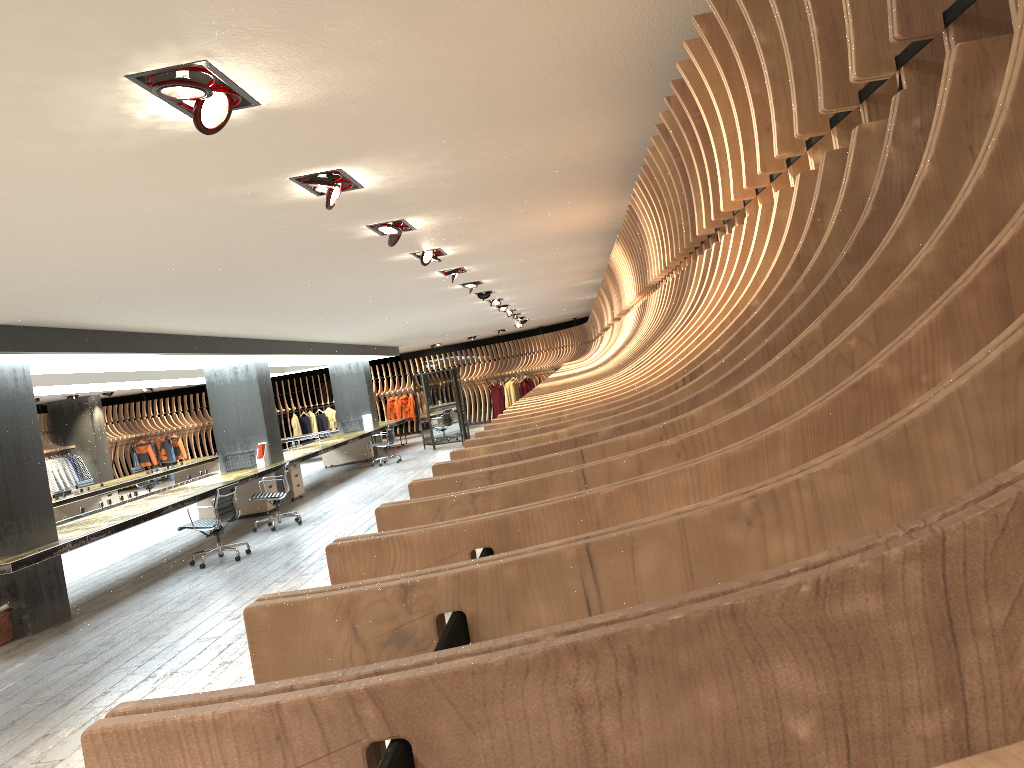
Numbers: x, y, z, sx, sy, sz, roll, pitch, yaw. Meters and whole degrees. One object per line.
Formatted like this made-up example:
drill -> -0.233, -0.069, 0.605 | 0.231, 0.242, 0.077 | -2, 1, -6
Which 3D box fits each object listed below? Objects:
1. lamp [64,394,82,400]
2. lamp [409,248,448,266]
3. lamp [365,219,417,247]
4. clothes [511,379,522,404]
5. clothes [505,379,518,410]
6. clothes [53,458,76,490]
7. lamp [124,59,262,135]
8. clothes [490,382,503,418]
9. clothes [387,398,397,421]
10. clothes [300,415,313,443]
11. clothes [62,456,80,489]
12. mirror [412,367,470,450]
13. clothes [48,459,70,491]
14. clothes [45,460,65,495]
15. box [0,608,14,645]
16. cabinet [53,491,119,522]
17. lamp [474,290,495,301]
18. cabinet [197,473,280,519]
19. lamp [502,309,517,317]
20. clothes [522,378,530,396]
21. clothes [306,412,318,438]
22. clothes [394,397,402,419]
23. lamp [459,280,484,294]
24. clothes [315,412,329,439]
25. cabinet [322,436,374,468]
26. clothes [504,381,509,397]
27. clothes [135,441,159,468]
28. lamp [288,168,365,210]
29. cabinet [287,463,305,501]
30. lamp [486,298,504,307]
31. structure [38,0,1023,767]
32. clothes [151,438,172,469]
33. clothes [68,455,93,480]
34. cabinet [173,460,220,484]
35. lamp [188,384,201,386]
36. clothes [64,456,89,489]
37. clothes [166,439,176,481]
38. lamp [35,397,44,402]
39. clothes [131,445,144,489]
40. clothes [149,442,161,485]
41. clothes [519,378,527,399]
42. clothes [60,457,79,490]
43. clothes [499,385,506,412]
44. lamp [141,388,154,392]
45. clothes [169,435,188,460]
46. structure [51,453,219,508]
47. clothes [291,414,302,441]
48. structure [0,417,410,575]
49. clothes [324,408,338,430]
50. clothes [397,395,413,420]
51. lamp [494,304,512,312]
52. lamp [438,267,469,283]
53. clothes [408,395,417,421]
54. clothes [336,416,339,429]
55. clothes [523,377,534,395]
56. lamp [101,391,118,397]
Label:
lamp -> -10.840, 0.251, 21.820 | 0.269, 0.292, 0.493 | -9, 1, 4
lamp -> -0.732, -1.178, 7.786 | 0.269, 0.294, 0.493 | -9, 1, 4
lamp -> -0.845, -1.125, 6.195 | 0.269, 0.302, 0.493 | -9, 1, 4
clothes -> 0.280, 0.365, 27.077 | 0.151, 1.053, 0.778 | -9, 0, 45
clothes -> 0.137, 0.385, 27.244 | 0.777, 1.053, 0.152 | -9, 0, 5
clothes -> -11.287, 2.369, 22.193 | 0.752, 1.062, 0.128 | -9, 0, 2
lamp -> -1.073, -1.031, 3.014 | 0.269, 0.295, 0.493 | -9, 1, 4
clothes -> -0.457, 0.514, 27.907 | 0.444, 1.129, 0.127 | -9, 0, 1
clothes -> -3.974, 0.893, 29.523 | 0.200, 0.881, 0.840 | -9, 1, 19
clothes -> -6.762, 1.711, 29.297 | 0.538, 1.353, 0.088 | -9, 0, 39
clothes -> -11.375, 2.447, 22.586 | 0.885, 1.239, 0.245 | -9, 0, 1
mirror -> -1.693, 0.617, 21.550 | 0.444, 1.892, 2.109 | -10, 1, -45
clothes -> -11.306, 2.377, 21.932 | 0.752, 1.062, 0.128 | -9, 0, 2
clothes -> -11.323, 2.384, 21.697 | 0.752, 1.062, 0.128 | -9, 0, 2
box -> -4.834, 2.219, 7.868 | 0.664, 0.282, 0.342 | -9, 1, 4
cabinet -> -7.819, 2.385, 16.165 | 1.131, 0.630, 0.593 | -9, 1, 4
lamp -> -0.391, -1.326, 12.558 | 0.269, 0.291, 0.493 | -9, 1, 4
cabinet -> -4.452, 1.854, 14.395 | 1.131, 0.630, 0.593 | -9, 1, 4
lamp -> -0.049, -1.467, 17.330 | 0.269, 0.301, 0.493 | -9, 1, 4
clothes -> 0.526, 0.371, 26.785 | 0.444, 1.129, 0.127 | -9, 0, 1
clothes -> -6.617, 1.355, 29.372 | 0.704, 0.889, 0.250 | -9, 0, 45
clothes -> -3.743, 0.854, 29.540 | 0.200, 0.881, 0.840 | -9, 1, 9
lamp -> -0.504, -1.275, 10.967 | 0.269, 0.294, 0.493 | -9, 1, 4
clothes -> -6.270, 1.626, 29.431 | 0.538, 1.353, 0.088 | -9, 0, 29
cabinet -> -4.045, 1.648, 21.793 | 1.131, 0.630, 0.593 | -9, 1, 4
clothes -> -0.058, 0.456, 27.477 | 0.444, 1.129, 0.126 | -10, 0, -34
clothes -> -10.754, 2.093, 25.896 | 0.838, 0.881, 0.201 | -9, 0, 19
lamp -> -0.959, -1.079, 4.604 | 0.269, 0.298, 0.493 | -9, 1, 4
cabinet -> -4.356, 1.813, 15.744 | 1.131, 0.630, 0.593 | -9, 1, 4
lamp -> -0.278, -1.378, 14.149 | 0.269, 0.284, 0.493 | -9, 1, 4
structure -> -5.698, 1.118, 12.195 | 14.879, 2.440, 36.566 | -9, 1, 4
clothes -> -10.443, 2.035, 26.366 | 0.838, 0.881, 0.201 | -9, 0, 24
clothes -> -11.219, 2.400, 22.922 | 0.799, 1.185, 0.192 | -9, 0, 5
cabinet -> -7.451, 2.226, 21.358 | 1.131, 0.630, 0.593 | -9, 1, 4
lamp -> -9.434, -0.067, 26.287 | 0.269, 0.293, 0.493 | -9, 1, 37
clothes -> -11.224, 2.404, 22.734 | 0.807, 1.187, 0.192 | -9, 0, 5
clothes -> -10.250, 2.353, 26.644 | 0.309, 1.422, 0.200 | -10, 0, -24
lamp -> -10.954, 0.297, 20.229 | 0.269, 0.286, 0.493 | -9, 1, 4
clothes -> -10.798, 2.464, 25.593 | 0.200, 1.422, 0.308 | -10, 0, -19
clothes -> -10.539, 2.411, 26.126 | 0.200, 1.422, 0.309 | -10, 0, -4
clothes -> 0.423, 0.385, 26.918 | 0.444, 1.129, 0.126 | -10, 0, -24
clothes -> -11.274, 2.363, 22.372 | 0.752, 1.062, 0.128 | -9, 0, 2
clothes -> -0.290, 0.490, 27.725 | 0.127, 1.129, 0.444 | -10, 0, -4
lamp -> -10.243, 0.095, 24.929 | 0.269, 0.296, 0.493 | -9, 1, 24
clothes -> -10.173, 1.978, 26.872 | 0.838, 0.881, 0.201 | -9, 0, 34
structure -> -7.702, 2.248, 16.650 | 1.162, 0.844, 10.455 | -9, 1, 4
clothes -> -7.110, 1.440, 29.199 | 0.250, 0.889, 0.704 | -10, 0, -35
structure -> -5.910, 1.954, 16.303 | 4.835, 0.844, 18.481 | -9, 1, 4
clothes -> -6.038, 1.253, 29.492 | 0.704, 0.889, 0.250 | -9, 0, 25
clothes -> -3.546, 0.822, 29.456 | 0.200, 0.881, 0.840 | -9, 1, 34
lamp -> -0.163, -1.421, 15.739 | 0.269, 0.296, 0.493 | -9, 1, 4
lamp -> -0.618, -1.226, 9.376 | 0.269, 0.295, 0.493 | -9, 1, 4
clothes -> -3.313, 0.785, 29.388 | 0.201, 0.881, 0.839 | -10, 1, -16
clothes -> -5.614, 1.511, 29.561 | 0.087, 1.353, 0.540 | -9, 0, 29
clothes -> 0.569, 0.365, 26.703 | 0.444, 1.129, 0.126 | -10, 0, -24
lamp -> -10.668, 0.193, 23.403 | 0.269, 0.292, 0.493 | -9, 1, 11
